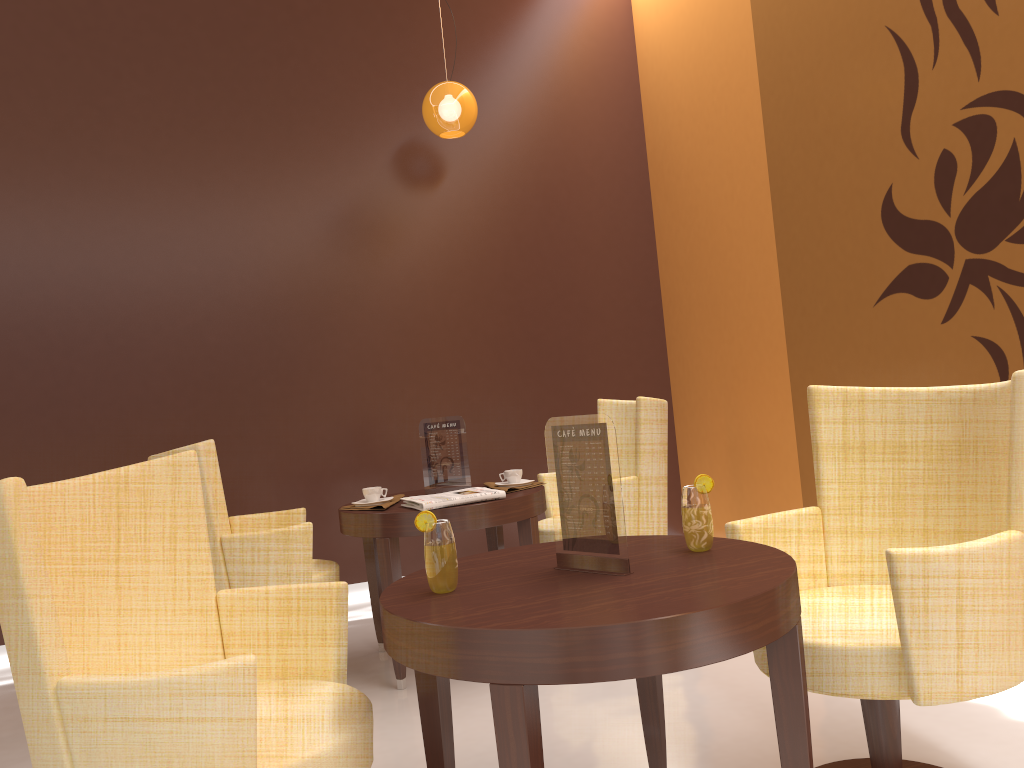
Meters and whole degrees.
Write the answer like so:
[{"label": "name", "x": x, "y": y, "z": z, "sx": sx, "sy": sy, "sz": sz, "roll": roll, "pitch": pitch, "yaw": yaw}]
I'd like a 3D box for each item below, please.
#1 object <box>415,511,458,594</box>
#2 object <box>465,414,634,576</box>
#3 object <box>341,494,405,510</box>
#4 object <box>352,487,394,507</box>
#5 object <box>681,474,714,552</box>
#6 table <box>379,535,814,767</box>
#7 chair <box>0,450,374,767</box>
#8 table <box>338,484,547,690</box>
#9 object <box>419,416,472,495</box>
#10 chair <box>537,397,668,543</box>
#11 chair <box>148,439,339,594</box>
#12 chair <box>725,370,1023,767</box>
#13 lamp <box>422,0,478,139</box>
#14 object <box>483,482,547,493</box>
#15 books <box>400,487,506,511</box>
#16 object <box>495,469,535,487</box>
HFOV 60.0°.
[{"label": "object", "x": -0.151, "y": 0.347, "z": 1.841, "sx": 0.072, "sy": 0.171, "sz": 0.067, "roll": -5, "pitch": -1, "yaw": -28}, {"label": "object", "x": -0.045, "y": 0.270, "z": 2.840, "sx": 0.187, "sy": 0.335, "sz": 2.090, "roll": -5, "pitch": -1, "yaw": -14}, {"label": "object", "x": -0.592, "y": 0.495, "z": 3.655, "sx": 0.239, "sy": 0.021, "sz": 0.464, "roll": -6, "pitch": -1, "yaw": 3}, {"label": "object", "x": -0.577, "y": 0.464, "z": 3.663, "sx": 0.153, "sy": 0.069, "sz": 0.153, "roll": -6, "pitch": -1, "yaw": 16}, {"label": "object", "x": 0.421, "y": 0.293, "z": 2.015, "sx": 0.067, "sy": 0.171, "sz": 0.072, "roll": -6, "pitch": -1, "yaw": 37}, {"label": "table", "x": 0.187, "y": 0.741, "z": 1.894, "sx": 0.872, "sy": 0.679, "sz": 0.874, "roll": -6, "pitch": -1, "yaw": 21}, {"label": "chair", "x": -0.632, "y": 0.651, "z": 1.794, "sx": 0.685, "sy": 1.017, "sz": 0.729, "roll": -6, "pitch": -1, "yaw": 6}, {"label": "table", "x": -0.262, "y": 0.815, "z": 3.754, "sx": 0.872, "sy": 0.679, "sz": 0.874, "roll": -6, "pitch": -1, "yaw": 26}, {"label": "object", "x": -0.288, "y": 0.309, "z": 3.806, "sx": 0.209, "sy": 0.335, "sz": 0.042, "roll": -6, "pitch": -1, "yaw": 12}, {"label": "chair", "x": 0.427, "y": 0.583, "z": 4.151, "sx": 0.685, "sy": 1.017, "sz": 0.729, "roll": -6, "pitch": -1, "yaw": -11}, {"label": "chair", "x": -1.041, "y": 0.719, "z": 3.535, "sx": 0.685, "sy": 1.017, "sz": 0.729, "roll": -5, "pitch": -1, "yaw": -14}, {"label": "chair", "x": 0.915, "y": 0.503, "z": 2.171, "sx": 0.685, "sy": 1.017, "sz": 0.729, "roll": -5, "pitch": -1, "yaw": -23}, {"label": "lamp", "x": -0.394, "y": -2.081, "z": 4.766, "sx": 0.299, "sy": 1.500, "sz": 0.299, "roll": -6, "pitch": -1, "yaw": -11}, {"label": "object", "x": 0.031, "y": 0.435, "z": 3.843, "sx": 0.239, "sy": 0.021, "sz": 0.464, "roll": -5, "pitch": -1, "yaw": -14}, {"label": "books", "x": -0.239, "y": 0.451, "z": 3.505, "sx": 0.367, "sy": 0.035, "sz": 0.345, "roll": -5, "pitch": -1, "yaw": -21}, {"label": "object", "x": 0.010, "y": 0.408, "z": 3.847, "sx": 0.153, "sy": 0.069, "sz": 0.153, "roll": -5, "pitch": -1, "yaw": -27}]
